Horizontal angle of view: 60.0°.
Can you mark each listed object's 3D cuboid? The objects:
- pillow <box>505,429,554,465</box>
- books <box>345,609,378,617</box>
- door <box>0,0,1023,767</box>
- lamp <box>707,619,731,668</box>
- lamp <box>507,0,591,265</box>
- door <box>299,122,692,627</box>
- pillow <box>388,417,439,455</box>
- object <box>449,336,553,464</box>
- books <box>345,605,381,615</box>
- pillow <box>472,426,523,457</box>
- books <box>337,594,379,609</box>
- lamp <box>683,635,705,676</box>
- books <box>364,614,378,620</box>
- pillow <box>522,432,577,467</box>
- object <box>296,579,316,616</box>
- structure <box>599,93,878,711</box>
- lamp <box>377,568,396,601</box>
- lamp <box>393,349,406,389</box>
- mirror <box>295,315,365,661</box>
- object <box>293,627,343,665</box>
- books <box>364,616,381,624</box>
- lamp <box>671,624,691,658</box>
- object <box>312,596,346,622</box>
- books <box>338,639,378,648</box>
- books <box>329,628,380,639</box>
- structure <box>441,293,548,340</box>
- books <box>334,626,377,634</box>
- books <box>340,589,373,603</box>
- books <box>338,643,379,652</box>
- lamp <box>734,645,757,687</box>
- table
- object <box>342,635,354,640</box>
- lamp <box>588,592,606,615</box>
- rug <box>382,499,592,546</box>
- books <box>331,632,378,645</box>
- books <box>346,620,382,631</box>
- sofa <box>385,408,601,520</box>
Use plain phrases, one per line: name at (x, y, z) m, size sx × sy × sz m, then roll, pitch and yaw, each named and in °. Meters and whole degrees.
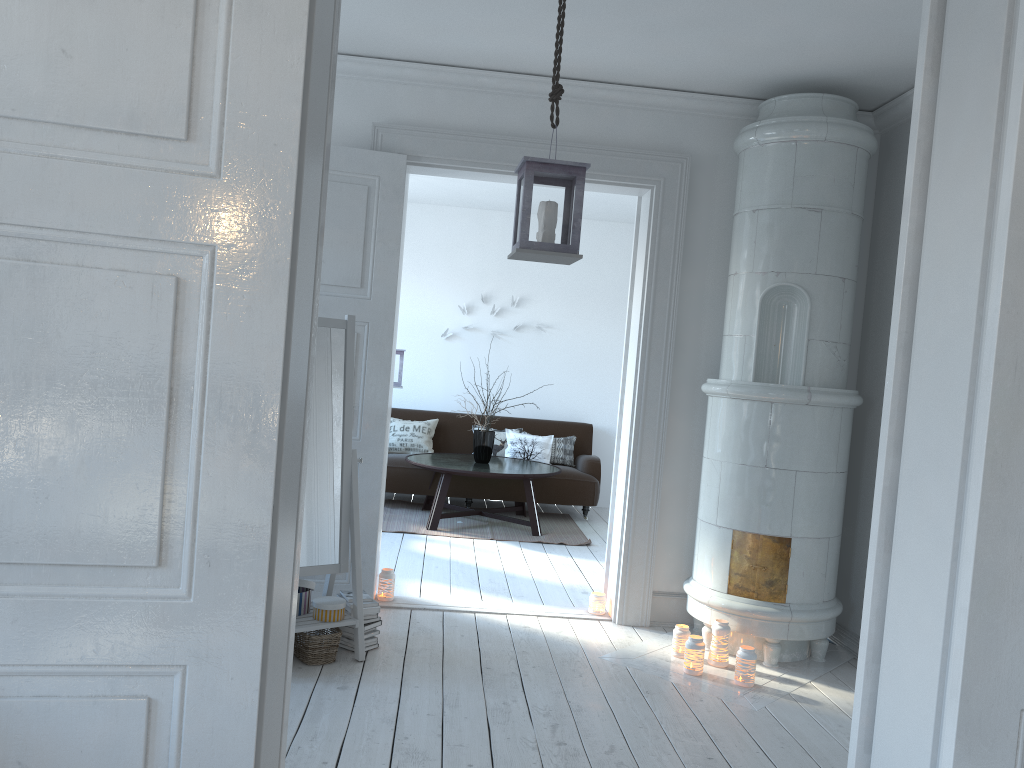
pillow at (0.150, 0.585, 8.189) m, size 0.471 × 0.309 × 0.188 m, roll 5°, pitch 2°, yaw -4°
books at (-0.706, 1.021, 4.019) m, size 0.128 × 0.016 × 0.180 m, roll 4°, pitch 1°, yaw -33°
door at (0.220, 0.060, 1.765) m, size 2.599 × 2.507 × 0.577 m, roll 5°, pitch 2°, yaw -4°
lamp at (0.980, 1.221, 4.182) m, size 0.098 × 0.210 × 0.098 m, roll 5°, pitch 2°, yaw 0°
lamp at (0.183, -1.313, 3.049) m, size 0.228 × 1.763 × 0.228 m, roll 4°, pitch 2°, yaw -8°
door at (-0.004, -0.021, 4.769) m, size 2.599 × 2.507 × 0.577 m, roll 5°, pitch 2°, yaw -4°
pillow at (-0.951, 0.491, 8.219) m, size 0.519 × 0.367 × 0.238 m, roll 5°, pitch 2°, yaw -5°
object at (-0.079, 0.139, 7.305) m, size 0.846 × 1.066 × 0.525 m, roll 4°, pitch 2°, yaw -34°
books at (-0.696, 1.000, 4.013) m, size 0.128 × 0.026 × 0.200 m, roll 4°, pitch 1°, yaw -33°
pillow at (-0.147, 0.569, 8.242) m, size 0.473 × 0.348 × 0.158 m, roll 5°, pitch 2°, yaw -6°
books at (-0.700, 0.979, 4.015) m, size 0.132 × 0.017 × 0.186 m, roll 4°, pitch 1°, yaw -31°
lamp at (0.831, 1.234, 4.039) m, size 0.089 × 0.166 × 0.089 m, roll 5°, pitch 2°, yaw -3°
books at (-0.707, 1.037, 4.023) m, size 0.128 × 0.016 × 0.176 m, roll 4°, pitch 2°, yaw -38°
pillow at (0.340, 0.611, 8.317) m, size 0.542 × 0.288 × 0.182 m, roll 5°, pitch 2°, yaw -4°
object at (-0.981, 0.914, 3.914) m, size 0.207 × 0.159 × 0.241 m, roll 5°, pitch 1°, yaw 3°
structure at (1.218, 0.010, 4.317) m, size 0.799 × 2.829 × 1.248 m, roll 7°, pitch 3°, yaw 41°
lamp at (-0.678, 1.084, 4.792) m, size 0.089 × 0.166 × 0.089 m, roll 5°, pitch 2°, yaw -5°
lamp at (-0.946, -0.852, 7.290) m, size 0.228 × 1.763 × 0.228 m, roll 4°, pitch 2°, yaw -8°
mirror at (-0.917, 0.427, 3.794) m, size 0.611 × 1.489 × 0.416 m, roll 3°, pitch 3°, yaw -40°
object at (-0.863, 1.116, 3.852) m, size 0.185 × 0.140 × 0.295 m, roll 4°, pitch 2°, yaw -33°
books at (-0.705, 1.055, 4.025) m, size 0.178 × 0.016 × 0.128 m, roll 6°, pitch 2°, yaw 39°
lamp at (0.814, 1.238, 4.269) m, size 0.084 × 0.146 × 0.084 m, roll 5°, pitch 2°, yaw 0°
object at (-0.791, 0.973, 3.835) m, size 0.142 × 0.074 × 0.142 m, roll 4°, pitch 2°, yaw -21°
books at (-0.718, 1.163, 4.027) m, size 0.176 × 0.016 × 0.128 m, roll 6°, pitch 1°, yaw 37°
books at (-0.713, 1.118, 4.022) m, size 0.186 × 0.017 × 0.132 m, roll 5°, pitch 1°, yaw 33°
structure at (-0.159, -0.631, 8.583) m, size 1.025 × 0.478 × 0.085 m, roll 5°, pitch 2°, yaw -4°
books at (-0.720, 1.097, 4.025) m, size 0.166 × 0.022 × 0.128 m, roll 5°, pitch 1°, yaw 30°
books at (-0.709, 0.962, 4.026) m, size 0.111 × 0.014 × 0.156 m, roll 4°, pitch 1°, yaw -25°
books at (-0.715, 1.180, 4.030) m, size 0.178 × 0.016 × 0.128 m, roll 6°, pitch 1°, yaw 34°
lamp at (1.039, 1.253, 3.941) m, size 0.089 × 0.166 × 0.089 m, roll 5°, pitch 2°, yaw -5°
table at (-0.256, 0.907, 7.389) m, size 1.300 × 0.503 × 1.298 m, roll 4°, pitch 1°, yaw -14°
object at (-0.724, 1.130, 4.034) m, size 0.156 × 0.014 × 0.111 m, roll 6°, pitch 2°, yaw 39°
lamp at (0.469, 1.206, 4.873) m, size 0.093 × 0.110 × 0.093 m, roll 5°, pitch 2°, yaw 13°
rug at (-0.275, 1.130, 7.424) m, size 1.710 × 0.055 × 1.455 m, roll 5°, pitch 1°, yaw -4°
books at (-0.716, 1.146, 4.024) m, size 0.180 × 0.016 × 0.128 m, roll 6°, pitch 2°, yaw 41°
books at (-0.705, 1.075, 4.018) m, size 0.193 × 0.022 × 0.128 m, roll 5°, pitch 1°, yaw 28°
sofa at (-0.294, 0.714, 8.169) m, size 2.165 × 0.825 × 0.968 m, roll 5°, pitch 2°, yaw -4°
